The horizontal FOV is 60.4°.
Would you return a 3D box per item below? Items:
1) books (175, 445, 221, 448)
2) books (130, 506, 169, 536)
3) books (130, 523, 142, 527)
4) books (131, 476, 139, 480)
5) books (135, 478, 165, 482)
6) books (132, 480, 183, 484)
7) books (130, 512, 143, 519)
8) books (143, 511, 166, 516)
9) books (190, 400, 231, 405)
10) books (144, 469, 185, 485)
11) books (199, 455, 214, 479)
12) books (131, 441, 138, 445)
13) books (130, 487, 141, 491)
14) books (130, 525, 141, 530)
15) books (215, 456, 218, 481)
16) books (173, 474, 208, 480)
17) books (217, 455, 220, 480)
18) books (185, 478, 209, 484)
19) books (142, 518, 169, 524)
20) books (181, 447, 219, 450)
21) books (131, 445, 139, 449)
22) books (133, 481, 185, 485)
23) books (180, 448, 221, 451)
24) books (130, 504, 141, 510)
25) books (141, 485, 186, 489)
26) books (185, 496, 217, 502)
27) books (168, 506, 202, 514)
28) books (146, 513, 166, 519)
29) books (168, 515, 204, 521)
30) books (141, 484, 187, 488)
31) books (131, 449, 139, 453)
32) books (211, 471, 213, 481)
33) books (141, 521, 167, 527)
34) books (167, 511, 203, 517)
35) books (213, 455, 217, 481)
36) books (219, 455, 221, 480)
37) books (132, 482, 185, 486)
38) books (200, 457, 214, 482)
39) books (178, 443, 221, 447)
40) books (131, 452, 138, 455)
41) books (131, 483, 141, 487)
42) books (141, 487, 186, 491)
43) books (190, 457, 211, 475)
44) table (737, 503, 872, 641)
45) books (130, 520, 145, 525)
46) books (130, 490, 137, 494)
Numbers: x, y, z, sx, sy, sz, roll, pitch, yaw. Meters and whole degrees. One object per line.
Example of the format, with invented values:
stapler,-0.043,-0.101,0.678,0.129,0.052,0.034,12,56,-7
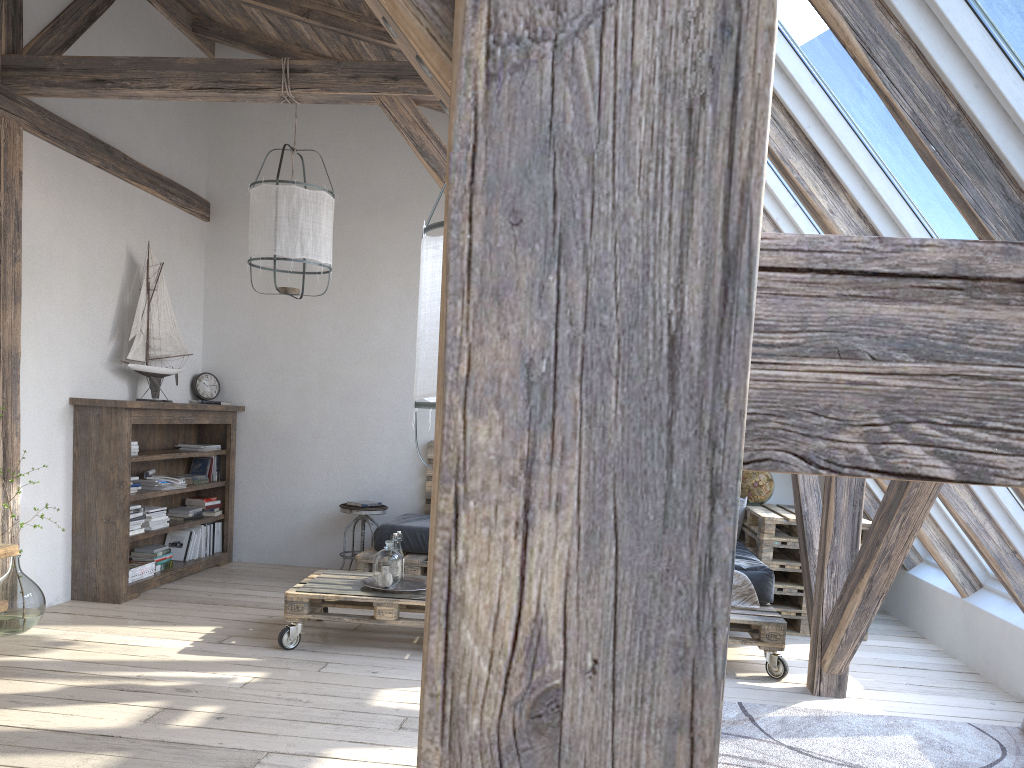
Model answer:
books,-2.236,0.445,6.273,0.204,0.009,0.257,3,-2,13
books,-2.349,0.831,5.450,0.206,0.152,0.547,3,-2,6
books,-2.356,0.845,5.292,0.157,0.017,0.219,3,-2,6
books,-2.357,0.568,5.288,0.139,0.018,0.184,3,-2,6
books,-2.300,0.617,5.687,0.204,0.009,0.258,3,-2,18
books,-2.295,0.626,5.692,0.204,0.009,0.257,3,-2,13
books,-2.344,0.787,5.285,0.157,0.021,0.218,3,-2,1
books,-2.339,0.820,5.612,0.157,0.017,0.219,3,-2,11
books,-2.217,0.138,6.475,0.236,0.025,0.178,3,-2,6
books,-2.262,0.610,5.739,0.221,0.089,0.260,4,-1,-14
books,-2.243,0.608,6.396,0.139,0.193,0.050,3,4,5
books,-2.359,0.351,5.235,0.157,0.021,0.218,3,-2,6
books,-2.361,0.626,5.289,0.157,0.017,0.219,3,-2,6
books,-2.362,0.864,5.289,0.157,0.021,0.218,3,-2,6
books,-2.234,0.614,6.469,0.139,0.186,0.020,4,5,6
books,-2.259,0.654,6.187,0.149,0.021,0.204,3,-2,10
books,-2.223,0.609,6.488,0.136,0.202,0.020,4,5,5
books,-2.264,0.680,6.198,0.161,0.030,0.218,3,-2,9
books,-2.318,0.868,5.612,0.157,0.017,0.219,3,-2,11
books,-2.225,0.456,6.307,0.204,0.009,0.257,3,-2,-2
books,-2.354,0.374,5.236,0.157,0.021,0.218,3,-2,6
books,-2.282,0.636,5.700,0.204,0.009,0.257,3,-2,13
books,-2.227,0.464,6.294,0.204,0.009,0.257,3,-2,1
books,-2.337,0.739,5.274,0.139,0.018,0.184,3,-2,6
books,-2.276,0.662,5.709,0.204,0.009,0.257,3,-2,11
books,-2.260,0.838,6.399,0.143,0.019,0.201,3,-2,6
books,-2.279,0.881,6.136,0.152,0.024,0.227,3,-2,2
books,-2.313,0.838,5.602,0.139,0.018,0.184,3,-2,6
books,-2.281,0.927,6.130,0.151,0.024,0.227,3,-2,15
books,-2.273,0.654,5.722,0.204,0.009,0.257,3,-2,8
books,-2.336,0.396,5.238,0.139,0.018,0.184,3,-2,6
books,-2.243,0.619,6.429,0.117,0.174,0.018,4,5,5
books,-2.322,0.884,5.596,0.157,0.017,0.219,3,-2,6
books,-2.281,0.903,6.135,0.159,0.023,0.211,3,-2,6
books,-2.235,0.606,6.449,0.135,0.203,0.020,4,5,5
books,-2.229,0.616,6.518,0.139,0.186,0.020,4,5,6
books,-2.289,0.643,5.690,0.204,0.009,0.258,2,-2,23
books,-2.242,0.616,6.371,0.139,0.177,0.058,3,4,4
books,-2.231,0.437,6.284,0.204,0.009,0.257,3,-2,3
books,-2.357,0.413,5.242,0.157,0.017,0.219,3,-2,1
books,-2.360,0.607,5.279,0.146,0.020,0.208,2,-2,22
books,-2.278,0.671,5.701,0.204,0.009,0.257,3,-2,14
books,-2.248,0.616,6.339,0.131,0.173,0.081,4,4,6
table,1.851,1.180,5.719,0.674,0.706,1.013,3,0,6
books,-2.341,0.828,5.279,0.157,0.017,0.219,3,-2,11
books,-2.361,0.645,5.295,0.139,0.020,0.184,3,-2,1
